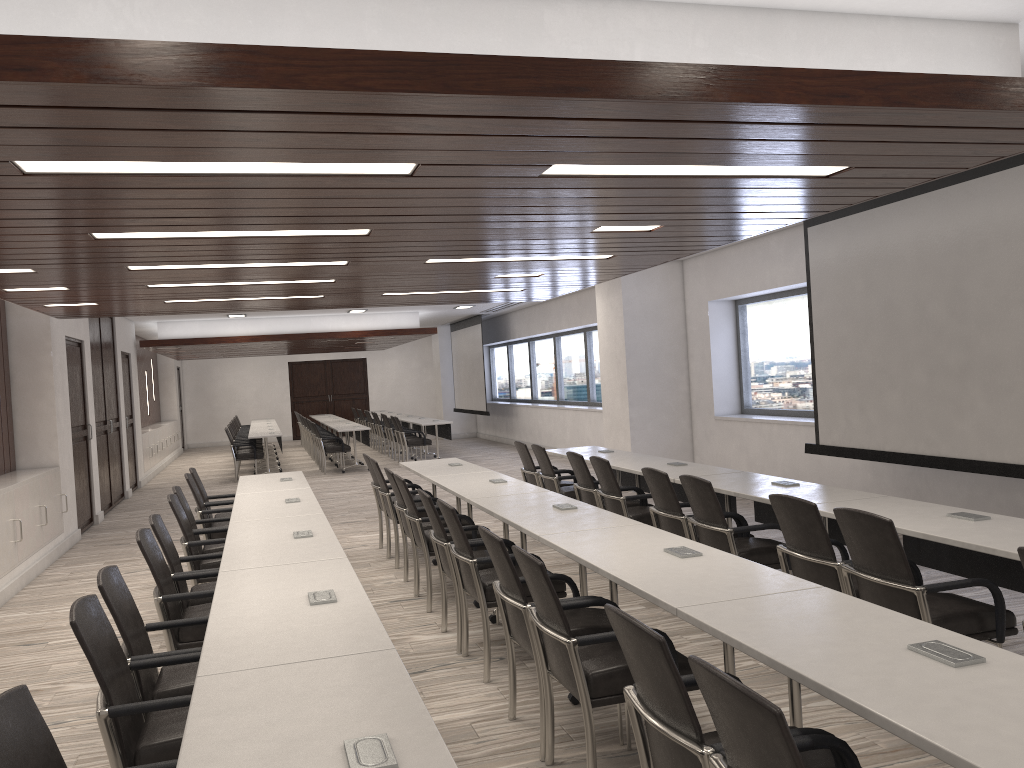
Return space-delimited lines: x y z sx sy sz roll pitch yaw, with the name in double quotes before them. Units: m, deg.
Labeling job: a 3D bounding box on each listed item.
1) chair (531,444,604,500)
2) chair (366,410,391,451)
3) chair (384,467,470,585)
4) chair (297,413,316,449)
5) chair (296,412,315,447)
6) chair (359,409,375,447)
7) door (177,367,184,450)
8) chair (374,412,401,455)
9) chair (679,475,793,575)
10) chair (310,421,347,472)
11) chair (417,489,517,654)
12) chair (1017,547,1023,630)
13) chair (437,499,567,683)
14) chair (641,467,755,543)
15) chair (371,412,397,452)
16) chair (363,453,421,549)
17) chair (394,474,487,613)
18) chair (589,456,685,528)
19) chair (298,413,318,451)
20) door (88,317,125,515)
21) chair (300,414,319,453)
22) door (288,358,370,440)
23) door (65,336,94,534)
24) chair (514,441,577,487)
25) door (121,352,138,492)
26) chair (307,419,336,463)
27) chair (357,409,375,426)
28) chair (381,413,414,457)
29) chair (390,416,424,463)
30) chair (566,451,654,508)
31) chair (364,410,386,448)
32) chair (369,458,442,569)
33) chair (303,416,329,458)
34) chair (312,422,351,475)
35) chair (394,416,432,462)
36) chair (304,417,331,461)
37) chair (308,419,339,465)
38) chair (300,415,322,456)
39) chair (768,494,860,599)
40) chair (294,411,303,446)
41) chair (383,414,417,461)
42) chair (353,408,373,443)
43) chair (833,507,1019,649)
"chair" 0.540 1.001 8.229 0.638 0.939 0.513 -4 1 -16
"chair" -3.076 1.069 20.860 0.638 0.939 0.513 -4 1 -16
"chair" -0.636 1.088 6.848 0.638 0.939 0.513 -4 1 -16
"chair" -5.073 1.171 22.422 0.638 0.939 0.513 -4 1 -15
"chair" -5.345 1.176 23.385 0.638 0.939 0.513 -4 1 -16
"chair" -3.505 1.077 22.323 0.638 0.939 0.513 -4 1 -17
"door" -9.212 0.685 24.489 0.200 2.323 1.163 -4 1 -16
"chair" -2.669 1.062 19.396 0.638 0.939 0.513 -4 1 -15
"chair" 1.376 0.985 5.300 0.638 0.939 0.513 -4 1 -16
"chair" -3.417 1.140 16.572 0.638 0.939 0.513 -4 1 -17
"chair" -0.224 1.080 5.395 0.638 0.939 0.513 -4 1 -15
"chair" 2.052 0.973 2.880 0.638 0.939 0.513 -4 1 -17
"chair" -0.060 1.077 4.891 0.638 0.939 0.513 -4 1 -17
"chair" 1.219 0.989 5.802 0.638 0.939 0.513 -4 1 -16
"chair" -2.811 1.064 19.901 0.638 0.939 0.513 -4 1 -15
"chair" -1.048 1.095 8.322 0.638 0.939 0.513 -4 1 -17
"chair" -0.494 1.086 6.344 0.638 0.939 0.513 -4 1 -16
"chair" 0.957 0.993 6.768 0.638 0.939 0.513 -4 1 -16
"chair" -4.938 1.169 21.921 0.638 0.939 0.513 -4 1 -16
"door" -5.872 0.339 12.741 0.200 2.889 2.327 -4 1 -16
"chair" -4.658 1.163 20.961 0.638 0.939 0.513 -4 1 -16
"door" -5.489 0.433 26.759 2.329 2.323 0.200 -4 1 -16
"door" -5.268 0.611 10.690 0.200 2.323 1.163 -4 1 -16
"chair" 0.381 1.004 8.725 0.638 0.939 0.513 -4 1 -16
"door" -6.441 0.633 14.796 0.200 2.323 1.163 -4 1 -16
"chair" -3.817 1.147 18.029 0.638 0.939 0.513 -4 1 -16
"chair" -3.649 1.080 22.836 0.638 0.939 0.513 -4 1 -16
"chair" -2.381 1.056 18.447 0.638 0.939 0.513 -4 1 -17
"chair" -1.978 1.049 16.977 0.638 0.939 0.513 -4 1 -16
"chair" 0.809 0.996 7.270 0.638 0.939 0.513 -4 1 -16
"chair" -3.214 1.071 21.367 0.638 0.939 0.513 -4 1 -17
"chair" -0.906 1.093 7.814 0.638 0.939 0.513 -4 1 -17
"chair" -4.247 1.156 19.485 0.638 0.939 0.513 -4 1 -15
"chair" -3.259 1.137 16.063 0.638 0.939 0.513 -4 1 -16
"chair" -1.835 1.046 16.474 0.638 0.939 0.513 -4 1 -15
"chair" -4.101 1.153 18.989 0.638 0.939 0.513 -4 1 -16
"chair" -3.675 1.145 17.529 0.638 0.939 0.513 -4 1 -17
"chair" -4.524 1.161 20.454 0.638 0.939 0.513 -4 1 -16
"chair" 1.641 0.980 4.340 0.638 0.939 0.513 -4 1 -17
"chair" -5.503 1.180 23.879 0.638 0.939 0.513 -4 1 -17
"chair" -2.254 1.054 17.940 0.638 0.939 0.513 -4 1 -15
"chair" -3.924 1.085 23.786 0.638 0.939 0.513 -4 1 -15
"chair" 1.781 0.978 3.834 0.638 0.939 0.513 -4 1 -16
